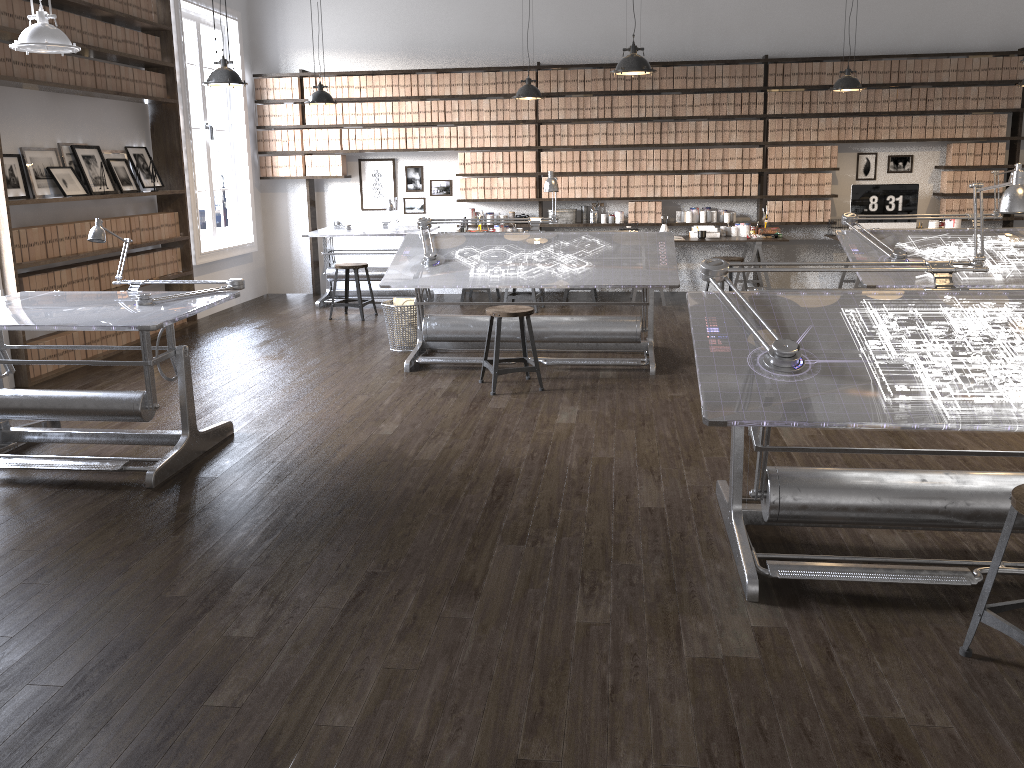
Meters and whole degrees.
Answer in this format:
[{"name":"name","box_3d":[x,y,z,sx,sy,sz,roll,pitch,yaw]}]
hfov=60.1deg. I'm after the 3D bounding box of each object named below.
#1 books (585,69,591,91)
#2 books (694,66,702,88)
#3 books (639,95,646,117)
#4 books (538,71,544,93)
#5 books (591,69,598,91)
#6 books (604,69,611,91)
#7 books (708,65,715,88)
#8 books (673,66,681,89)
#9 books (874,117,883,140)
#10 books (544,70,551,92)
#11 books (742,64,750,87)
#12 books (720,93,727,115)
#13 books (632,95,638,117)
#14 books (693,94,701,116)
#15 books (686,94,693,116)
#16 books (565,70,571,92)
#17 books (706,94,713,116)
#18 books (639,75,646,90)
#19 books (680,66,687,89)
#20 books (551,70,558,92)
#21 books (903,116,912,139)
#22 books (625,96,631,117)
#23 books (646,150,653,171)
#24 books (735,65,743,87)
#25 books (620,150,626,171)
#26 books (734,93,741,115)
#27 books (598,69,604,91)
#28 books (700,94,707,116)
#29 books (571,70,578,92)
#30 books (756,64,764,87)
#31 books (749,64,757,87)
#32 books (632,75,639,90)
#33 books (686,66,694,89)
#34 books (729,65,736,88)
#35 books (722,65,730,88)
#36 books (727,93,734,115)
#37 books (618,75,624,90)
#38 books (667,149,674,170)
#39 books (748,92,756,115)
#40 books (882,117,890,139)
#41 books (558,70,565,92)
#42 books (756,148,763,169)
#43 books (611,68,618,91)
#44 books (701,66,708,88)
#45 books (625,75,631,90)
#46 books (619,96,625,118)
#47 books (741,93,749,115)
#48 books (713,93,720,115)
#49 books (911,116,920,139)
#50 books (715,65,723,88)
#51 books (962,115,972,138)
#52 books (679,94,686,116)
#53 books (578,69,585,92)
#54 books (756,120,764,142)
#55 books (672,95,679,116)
[{"name":"books","box_3d":[0.802,-3.173,9.279,0.067,0.223,0.176,0,12,7]},{"name":"books","box_3d":[1.913,-3.159,9.144,0.067,0.223,0.176,0,12,7]},{"name":"books","box_3d":[1.360,-2.897,9.265,0.067,0.223,0.176,0,12,7]},{"name":"books","box_3d":[0.315,-3.180,9.339,0.067,0.223,0.176,0,12,7]},{"name":"books","box_3d":[0.865,-3.173,9.273,0.067,0.223,0.176,0,12,7]},{"name":"books","box_3d":[0.998,-3.172,9.258,0.067,0.223,0.176,0,12,7]},{"name":"books","box_3d":[2.052,-3.158,9.129,0.067,0.223,0.176,0,12,7]},{"name":"books","box_3d":[1.707,-3.162,9.170,0.067,0.223,0.176,0,12,7]},{"name":"books","box_3d":[3.721,-2.606,9.034,0.067,0.223,0.176,0,12,7]},{"name":"books","box_3d":[0.378,-3.178,9.328,0.067,0.223,0.176,0,12,7]},{"name":"books","box_3d":[2.390,-3.153,9.089,0.067,0.223,0.176,0,12,7]},{"name":"books","box_3d":[2.181,-2.887,9.168,0.067,0.223,0.176,0,12,7]},{"name":"books","box_3d":[1.288,-2.897,9.271,0.067,0.223,0.176,0,12,7]},{"name":"books","box_3d":[1.915,-2.890,9.198,0.067,0.223,0.176,0,12,7]},{"name":"books","box_3d":[1.843,-2.890,9.205,0.067,0.223,0.176,0,12,7]},{"name":"books","box_3d":[0.591,-3.177,9.309,0.067,0.223,0.176,0,12,7]},{"name":"books","box_3d":[2.043,-2.887,9.179,0.067,0.223,0.176,0,12,7]},{"name":"books","box_3d":[1.357,-3.167,9.215,0.067,0.223,0.176,0,12,7]},{"name":"books","box_3d":[1.769,-3.160,9.158,0.067,0.223,0.176,0,12,7]},{"name":"books","box_3d":[0.449,-3.177,9.319,0.067,0.223,0.176,0,12,7]},{"name":"books","box_3d":[3.997,-2.602,8.999,0.067,0.223,0.176,0,12,7]},{"name":"books","box_3d":[1.216,-2.898,9.279,0.067,0.223,0.176,0,12,7]},{"name":"books","box_3d":[1.457,-2.360,9.361,0.067,0.223,0.176,0,12,7]},{"name":"books","box_3d":[2.322,-3.153,9.091,0.067,0.223,0.176,0,12,7]},{"name":"books","box_3d":[1.177,-2.363,9.395,0.067,0.223,0.176,0,12,7]},{"name":"books","box_3d":[2.322,-2.885,9.152,0.067,0.223,0.176,0,12,7]},{"name":"books","box_3d":[0.930,-3.171,9.261,0.067,0.223,0.176,0,12,7]},{"name":"books","box_3d":[1.978,-2.889,9.192,0.067,0.223,0.176,0,12,7]},{"name":"books","box_3d":[0.661,-3.176,9.299,0.067,0.223,0.176,0,12,7]},{"name":"books","box_3d":[2.530,-3.151,9.068,0.067,0.223,0.176,0,12,7]},{"name":"books","box_3d":[2.460,-3.153,9.080,0.067,0.223,0.176,0,12,7]},{"name":"books","box_3d":[1.283,-3.167,9.219,0.067,0.223,0.176,0,12,7]},{"name":"books","box_3d":[1.841,-3.159,9.150,0.067,0.223,0.176,0,12,7]},{"name":"books","box_3d":[2.256,-3.155,9.104,0.067,0.223,0.176,0,12,7]},{"name":"books","box_3d":[2.194,-3.155,9.110,0.067,0.223,0.176,0,12,7]},{"name":"books","box_3d":[2.251,-2.885,9.156,0.067,0.223,0.176,0,12,7]},{"name":"books","box_3d":[1.138,-3.169,9.237,0.067,0.223,0.176,0,12,7]},{"name":"books","box_3d":[1.664,-2.357,9.336,0.067,0.223,0.176,0,12,7]},{"name":"books","box_3d":[2.470,-2.883,9.134,0.067,0.223,0.176,0,12,7]},{"name":"books","box_3d":[3.785,-2.603,9.019,0.067,0.223,0.176,0,12,7]},{"name":"books","box_3d":[0.522,-3.177,9.313,0.067,0.223,0.176,0,12,7]},{"name":"books","box_3d":[2.563,-2.344,9.223,0.067,0.223,0.176,0,12,7]},{"name":"books","box_3d":[1.068,-3.171,9.250,0.067,0.223,0.176,0,12,7]},{"name":"books","box_3d":[1.983,-3.159,9.139,0.067,0.223,0.176,0,12,7]},{"name":"books","box_3d":[1.209,-3.169,9.233,0.067,0.223,0.176,0,12,7]},{"name":"books","box_3d":[1.154,-2.900,9.291,0.067,0.223,0.176,0,12,7]},{"name":"books","box_3d":[2.396,-2.883,9.137,0.067,0.223,0.176,0,12,7]},{"name":"books","box_3d":[2.111,-2.888,9.177,0.067,0.223,0.176,0,12,7]},{"name":"books","box_3d":[4.071,-2.601,8.989,0.067,0.223,0.176,0,12,7]},{"name":"books","box_3d":[2.121,-3.156,9.117,0.067,0.223,0.176,0,12,7]},{"name":"books","box_3d":[4.557,-2.594,8.928,0.067,0.223,0.176,0,12,7]},{"name":"books","box_3d":[1.774,-2.892,9.217,0.067,0.223,0.176,0,12,7]},{"name":"books","box_3d":[0.730,-3.174,9.286,0.067,0.223,0.176,0,12,7]},{"name":"books","box_3d":[2.557,-2.615,9.175,0.067,0.223,0.176,0,12,7]},{"name":"books","box_3d":[1.704,-2.893,9.227,0.067,0.223,0.176,0,12,7]}]
